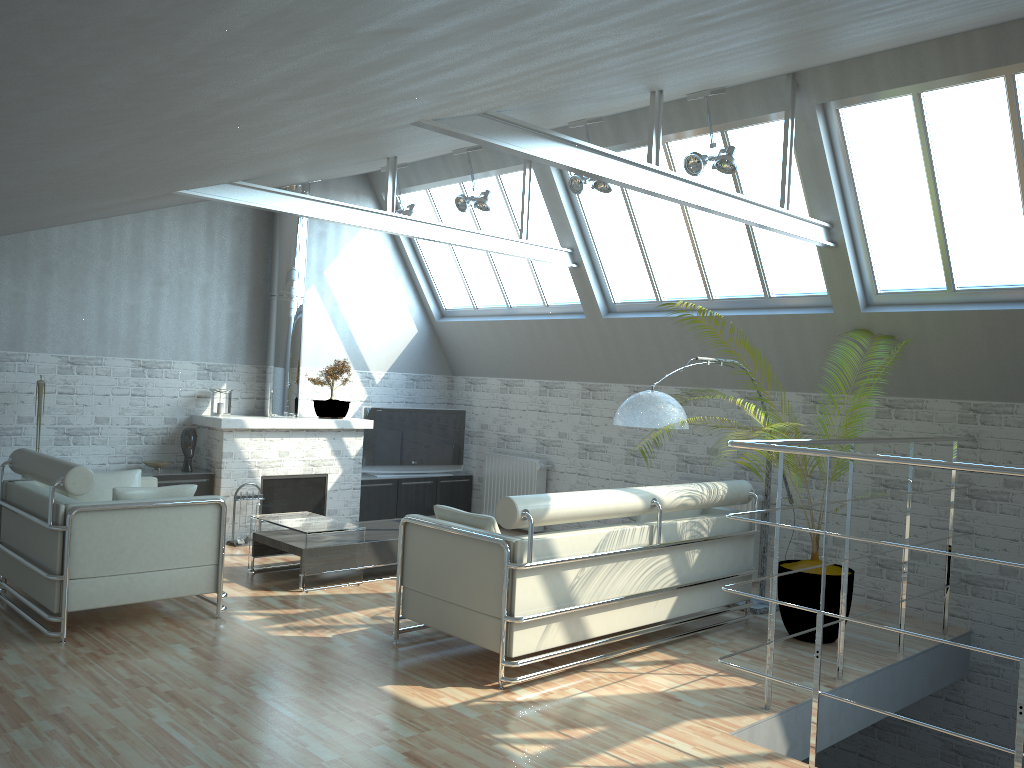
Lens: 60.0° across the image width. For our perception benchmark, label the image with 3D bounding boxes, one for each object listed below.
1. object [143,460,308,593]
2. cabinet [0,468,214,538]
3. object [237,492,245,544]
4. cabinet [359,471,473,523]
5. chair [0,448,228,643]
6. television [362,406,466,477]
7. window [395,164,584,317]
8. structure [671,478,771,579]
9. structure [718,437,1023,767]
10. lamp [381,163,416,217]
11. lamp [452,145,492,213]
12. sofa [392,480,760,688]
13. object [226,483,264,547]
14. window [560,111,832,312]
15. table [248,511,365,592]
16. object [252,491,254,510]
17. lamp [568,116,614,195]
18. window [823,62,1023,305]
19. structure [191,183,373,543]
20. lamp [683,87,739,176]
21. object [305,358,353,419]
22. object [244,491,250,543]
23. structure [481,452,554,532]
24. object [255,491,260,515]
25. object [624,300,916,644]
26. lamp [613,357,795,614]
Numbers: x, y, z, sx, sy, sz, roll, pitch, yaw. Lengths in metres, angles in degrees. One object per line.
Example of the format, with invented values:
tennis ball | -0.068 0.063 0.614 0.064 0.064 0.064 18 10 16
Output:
object | -4.487 1.680 14.752 1.528 2.558 4.859 3 0 -45
cabinet | -7.472 2.169 15.056 4.572 1.270 0.914 3 0 -44
object | -4.903 2.417 16.060 0.131 0.916 0.146 3 0 -43
cabinet | -2.413 2.548 19.909 3.234 1.016 0.908 3 0 -44
chair | -5.242 1.927 11.610 2.201 2.001 2.507 3 0 -44
television | -2.238 1.290 19.921 2.577 1.514 0.592 3 0 -34
window | -0.505 -2.903 18.560 1.897 2.787 4.651 3 0 -44
structure | 3.622 2.537 15.667 0.508 1.524 1.892 3 0 -44
structure | 6.096 2.133 8.692 6.483 2.781 5.366 3 0 -44
lamp | -2.279 -3.791 17.585 0.619 1.172 0.808 3 0 -40
lamp | -0.756 -3.708 15.985 0.619 1.172 0.808 3 0 -40
sofa | 1.039 2.255 11.669 4.866 1.999 2.199 3 0 -44
object | -4.861 2.373 16.299 0.584 1.124 0.412 3 0 -44
window | 2.995 -2.713 14.883 1.897 2.787 4.651 3 0 -44
table | -3.222 2.573 13.836 1.015 0.867 1.726 3 0 -44
object | -4.770 2.393 16.269 0.025 0.855 0.025 3 0 -21
lamp | 1.191 -3.602 13.940 0.618 1.172 0.808 3 0 -40
window | 6.495 -2.522 11.207 1.897 2.787 4.651 3 0 -44
structure | -4.427 -0.634 17.603 3.302 7.180 1.309 3 0 -44
lamp | 2.727 -3.518 12.327 0.619 1.172 0.808 3 0 -40
object | -3.740 0.069 18.067 1.115 1.265 0.572 3 0 -40
object | -4.803 2.430 16.162 0.145 0.932 0.065 3 0 28
structure | 0.083 2.344 19.384 0.508 1.524 1.892 3 0 -44
object | -4.688 2.406 16.348 0.026 0.873 0.155 3 0 -42
object | 3.359 1.180 12.071 3.777 4.386 5.015 3 0 21
lamp | 3.261 1.503 13.101 4.621 3.709 1.015 3 0 -38
